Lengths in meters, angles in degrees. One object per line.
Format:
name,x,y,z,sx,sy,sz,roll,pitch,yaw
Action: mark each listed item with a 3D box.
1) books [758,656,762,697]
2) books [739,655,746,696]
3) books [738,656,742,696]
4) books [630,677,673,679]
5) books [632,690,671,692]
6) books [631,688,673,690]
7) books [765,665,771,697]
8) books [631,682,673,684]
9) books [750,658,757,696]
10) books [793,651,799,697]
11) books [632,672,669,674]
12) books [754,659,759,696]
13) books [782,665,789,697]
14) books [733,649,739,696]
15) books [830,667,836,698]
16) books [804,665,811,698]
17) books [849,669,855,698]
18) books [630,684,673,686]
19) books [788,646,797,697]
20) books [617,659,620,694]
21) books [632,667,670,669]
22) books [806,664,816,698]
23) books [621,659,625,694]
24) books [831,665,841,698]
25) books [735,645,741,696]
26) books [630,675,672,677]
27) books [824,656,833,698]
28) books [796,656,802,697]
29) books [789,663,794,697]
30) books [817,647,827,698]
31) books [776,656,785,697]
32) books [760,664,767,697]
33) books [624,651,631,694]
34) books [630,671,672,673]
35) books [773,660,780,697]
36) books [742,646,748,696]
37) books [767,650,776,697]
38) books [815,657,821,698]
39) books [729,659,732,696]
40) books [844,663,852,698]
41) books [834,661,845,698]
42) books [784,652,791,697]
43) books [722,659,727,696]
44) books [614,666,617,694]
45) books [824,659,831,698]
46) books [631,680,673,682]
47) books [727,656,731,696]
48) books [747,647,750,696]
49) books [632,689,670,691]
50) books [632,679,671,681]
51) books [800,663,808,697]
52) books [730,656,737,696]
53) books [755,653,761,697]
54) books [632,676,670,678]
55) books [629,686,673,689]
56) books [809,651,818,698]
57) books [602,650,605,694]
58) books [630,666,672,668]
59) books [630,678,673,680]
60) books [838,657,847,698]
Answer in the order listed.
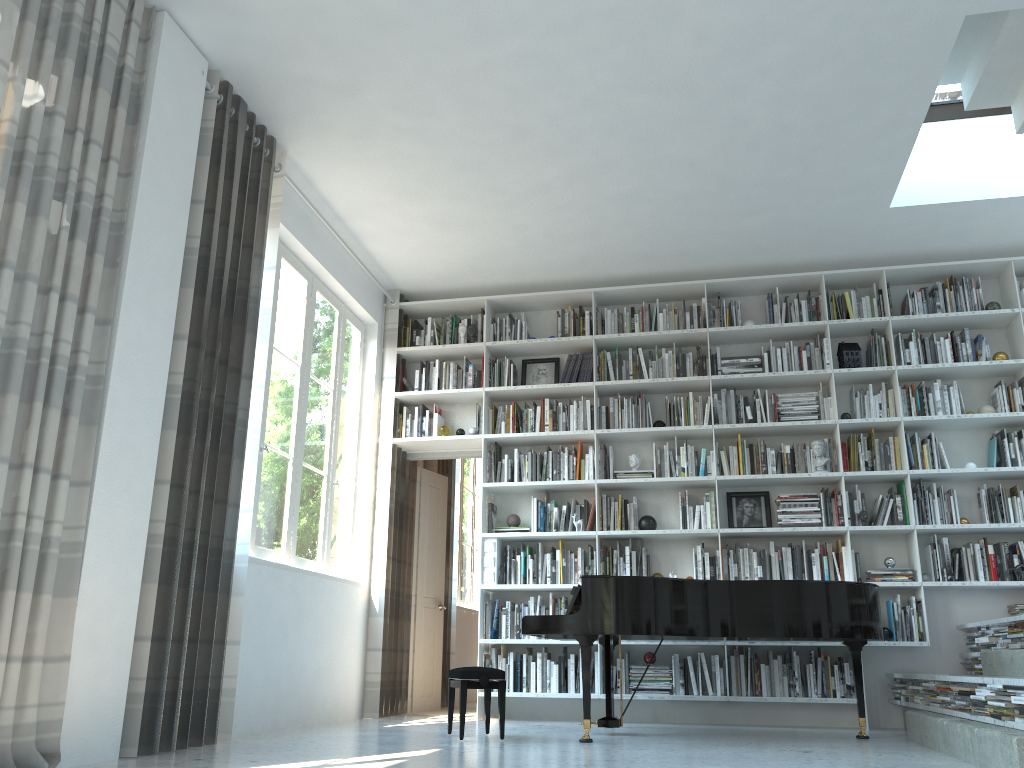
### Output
books,1.663,1.963,5.958,0.012,0.254,0.151,-3,-17,12
books,1.554,1.964,5.979,0.025,0.263,0.145,-3,-17,12
books,1.540,1.970,5.991,0.010,0.258,0.131,-3,-17,12
books,0.960,2.020,6.095,0.285,0.007,0.160,-3,-18,12
books,0.957,2.099,6.071,0.254,0.007,0.161,-3,-18,12
books,0.955,2.083,6.066,0.285,0.007,0.160,-2,-18,8
books,1.711,1.990,5.944,0.030,0.196,0.143,-3,-17,12
books,0.957,2.050,6.076,0.285,0.007,0.160,-2,-18,8
books,1.622,1.969,5.963,0.022,0.246,0.144,-3,-17,12
books,1.882,1.929,5.896,0.014,0.287,0.185,-3,-17,12
books,0.957,1.988,6.105,0.254,0.005,0.161,-3,-18,12
books,1.638,1.971,5.956,0.012,0.238,0.129,-3,-17,12
books,1.818,1.978,5.913,0.024,0.203,0.145,-3,-17,12
books,1.509,1.943,5.974,0.014,0.299,0.185,-3,-17,12
books,2.108,1.966,5.847,0.024,0.190,0.155,-3,-17,12
books,1.954,1.962,5.862,0.010,0.205,0.180,-3,-17,12
books,2.220,1.965,5.822,0.023,0.181,0.149,-3,-17,12
books,0.959,2.064,6.076,0.285,0.007,0.160,-4,-18,13
books,1.868,1.906,5.905,0.014,0.334,0.183,-3,-17,12
books,0.746,2.019,6.131,0.023,0.231,0.164,-3,-17,12
books,0.960,1.957,6.113,0.254,0.005,0.161,-3,-18,12
books,1.974,1.960,5.863,0.029,0.209,0.171,-3,-17,12
books,0.772,2.023,6.133,0.027,0.226,0.140,-3,-17,12
books,2.128,1.956,5.834,0.022,0.204,0.192,-3,-18,12
books,1.526,1.928,5.993,0.014,0.339,0.140,-3,-17,12
books,0.956,2.008,6.094,0.285,0.005,0.160,-2,-18,10
books,2.089,1.932,5.850,0.011,0.257,0.172,-3,-17,12
books,1.903,1.945,5.903,0.024,0.261,0.132,-3,-17,12
books,1.852,1.969,5.899,0.022,0.212,0.167,-3,-17,12
books,2.048,1.904,5.859,0.013,0.316,0.187,-3,-17,12
books,1.793,1.952,5.928,0.028,0.260,0.133,-3,-17,12
books,1.677,1.978,5.924,0.028,0.206,0.175,-3,-17,12
books,0.798,1.995,6.136,0.027,0.281,0.130,-3,-17,12
books,0.955,1.980,6.098,0.285,0.005,0.160,-2,-18,8
books,1.764,1.966,5.931,0.030,0.234,0.138,-3,-17,12
books,1.570,1.925,5.976,0.012,0.336,0.144,-3,-17,12
books,1.737,1.939,5.942,0.026,0.293,0.155,-3,-17,12
books,2.019,1.936,5.851,0.044,0.250,0.187,-3,-17,12
books,1.476,1.982,5.995,0.010,0.237,0.134,-3,-17,12
books,2.192,1.945,5.820,0.029,0.217,0.191,-3,-17,12
books,2.155,1.947,5.844,0.028,0.227,0.162,-3,-17,12
books,1.834,1.934,5.909,0.013,0.284,0.185,-3,-17,12
books,1.441,1.985,6.006,0.021,0.237,0.116,-3,-17,12
books,0.709,2.045,6.134,0.053,0.183,0.148,-3,-17,12
books,2.073,1.947,5.866,0.028,0.238,0.140,-3,-17,12
books,0.957,2.036,6.078,0.285,0.007,0.160,-2,-18,7
books,1.464,1.974,5.997,0.012,0.253,0.161,-3,-17,12
books,1.593,1.936,5.969,0.034,0.310,0.170,-3,-17,12
books,0.957,2.091,6.071,0.254,0.007,0.161,-3,-18,13
books,0.959,2.032,6.088,0.254,0.007,0.161,-3,-18,13
books,1.936,1.970,5.898,0.040,0.211,0.129,-3,-17,12
books,1.489,1.965,5.972,0.026,0.255,0.184,-3,-17,12
books,1.651,1.953,5.963,0.012,0.275,0.155,-3,-17,12
books,0.957,2.014,6.097,0.254,0.005,0.161,-3,-18,12
books,0.957,2.076,6.066,0.285,0.007,0.160,-5,-18,16
books,1.994,1.920,5.872,0.011,0.291,0.184,-3,-17,12
books,0.644,2.003,6.170,0.012,0.284,0.160,-3,-17,12
books,0.961,1.952,6.116,0.285,0.005,0.160,-3,-18,12
books,0.959,2.026,6.091,0.285,0.007,0.160,-3,-18,13
books,2.173,1.930,5.836,0.013,0.255,0.177,-3,-17,12
